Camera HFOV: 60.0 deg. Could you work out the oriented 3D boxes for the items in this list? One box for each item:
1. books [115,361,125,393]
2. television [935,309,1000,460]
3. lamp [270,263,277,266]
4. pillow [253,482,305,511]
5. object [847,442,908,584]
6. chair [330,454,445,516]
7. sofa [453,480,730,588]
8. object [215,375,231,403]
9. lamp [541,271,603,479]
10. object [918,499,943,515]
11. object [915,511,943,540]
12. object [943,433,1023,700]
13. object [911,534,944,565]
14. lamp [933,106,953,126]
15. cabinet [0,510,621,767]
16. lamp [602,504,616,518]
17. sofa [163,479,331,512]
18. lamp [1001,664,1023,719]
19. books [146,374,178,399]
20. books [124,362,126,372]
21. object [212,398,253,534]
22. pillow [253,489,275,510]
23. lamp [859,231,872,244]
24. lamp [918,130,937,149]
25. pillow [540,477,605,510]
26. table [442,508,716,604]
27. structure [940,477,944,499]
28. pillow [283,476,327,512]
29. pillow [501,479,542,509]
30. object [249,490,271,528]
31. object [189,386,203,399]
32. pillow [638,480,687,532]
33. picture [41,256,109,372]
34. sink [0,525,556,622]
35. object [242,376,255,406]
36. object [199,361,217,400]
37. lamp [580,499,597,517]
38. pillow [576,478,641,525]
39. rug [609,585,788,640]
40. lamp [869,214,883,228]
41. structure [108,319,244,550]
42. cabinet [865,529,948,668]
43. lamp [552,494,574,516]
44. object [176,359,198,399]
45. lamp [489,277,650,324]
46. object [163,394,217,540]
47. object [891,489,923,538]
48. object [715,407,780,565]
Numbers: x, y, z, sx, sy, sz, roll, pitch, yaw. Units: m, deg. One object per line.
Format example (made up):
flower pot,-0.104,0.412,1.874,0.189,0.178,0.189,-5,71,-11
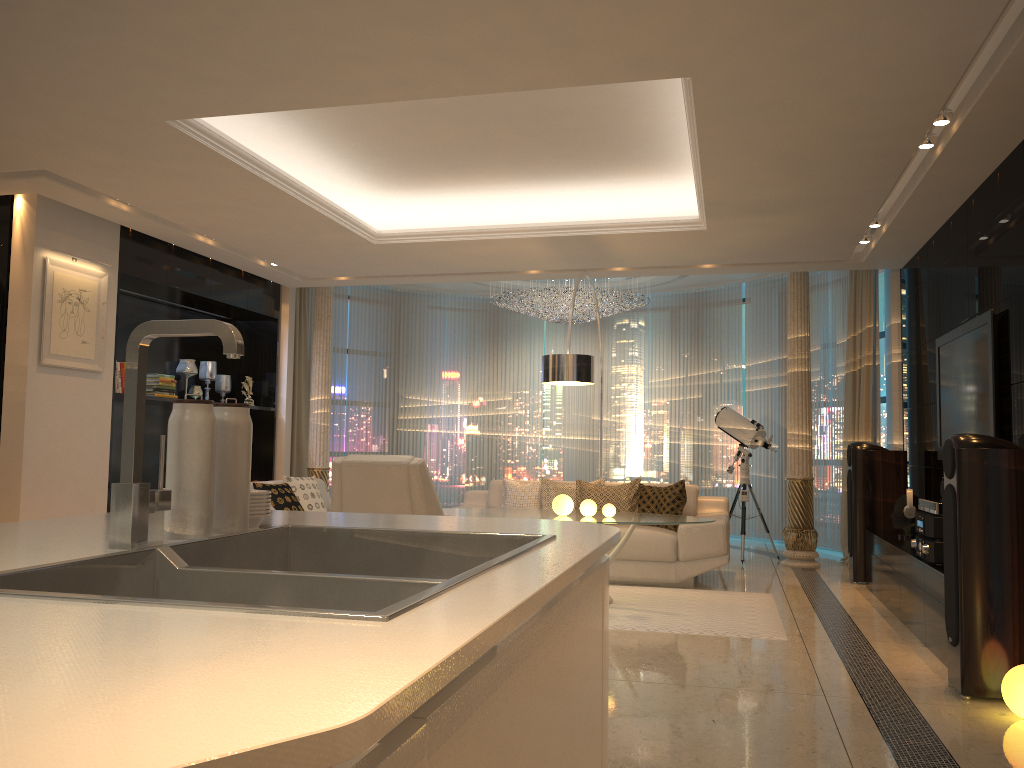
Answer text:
books,-3.129,-0.059,6.813,0.208,0.270,0.240,0,-4,14
television,2.818,0.056,5.504,0.055,0.839,1.358,0,-4,14
lamp,-2.139,-1.136,8.019,0.107,0.127,0.107,1,-4,-5
pillow,-1.652,0.900,6.550,0.323,0.355,0.524,0,-4,14
object,2.952,1.030,7.122,0.468,1.127,0.285,0,-4,14
chair,-0.546,0.861,4.594,1.027,0.991,0.983,0,-4,13
sofa,0.614,1.200,7.375,2.328,0.754,1.145,0,-4,14
object,-2.844,0.073,8.727,0.147,0.317,0.147,0,-4,16
lamp,0.603,0.311,7.331,0.393,2.519,2.009,0,-4,14
object,2.477,0.683,4.877,0.371,0.070,0.441,0,-4,14
object,2.456,0.783,4.877,0.407,0.130,0.446,0,-4,14
object,2.151,0.780,3.854,0.468,1.127,0.285,0,-4,14
object,2.448,0.913,4.869,0.419,0.130,0.446,0,-4,14
lamp,2.129,-1.348,4.398,0.107,0.127,0.107,-2,-5,32
cabinet,-0.720,0.581,0.045,1.046,0.887,3.752,0,-4,14
lamp,0.645,0.841,5.892,0.090,0.091,0.090,3,-5,-26
sofa,-1.596,1.110,6.583,1.145,0.754,2.328,0,-4,14
lamp,2.037,1.208,3.471,0.212,0.214,0.213,3,-5,-26
books,-2.996,0.024,7.471,0.260,0.197,0.296,0,-4,16
books,-3.078,-0.038,7.038,0.212,0.261,0.210,0,-4,14
object,-0.466,0.133,1.461,0.071,0.219,0.071,1,-4,5
pillow,-1.752,0.901,6.102,0.351,0.329,0.521,0,-4,14
lamp,2.740,-1.157,6.896,0.107,0.127,0.107,1,-4,-5
lamp,2.211,-1.322,4.735,0.107,0.127,0.107,1,-4,-5
pillow,0.506,1.003,7.505,0.587,0.429,0.288,2,-4,-11
table,0.294,1.176,6.044,2.140,0.565,0.999,0,-4,13
structure,2.774,0.663,5.456,0.107,0.179,0.745,0,-4,14
pillow,-1.585,0.920,7.004,0.255,0.399,0.526,0,-4,14
pillow,0.113,1.004,7.571,0.463,0.380,0.222,-1,-4,18
object,-0.478,0.218,1.545,0.111,0.062,0.111,-2,-5,35
object,-2.888,0.095,8.098,0.119,0.154,0.119,-1,-5,23
pillow,1.183,0.989,7.239,0.575,0.436,0.301,-3,-6,45
picture,-3.048,-0.471,6.189,0.027,0.729,0.610,0,-4,14
sink,-0.251,0.294,1.135,0.485,0.152,0.738,0,-4,14
object,-2.594,0.074,8.709,0.116,0.293,0.182,0,-4,11
object,-2.911,-0.001,8.482,0.156,0.426,0.156,-1,-4,19
lamp,0.511,0.829,5.925,0.115,0.115,0.115,-3,-5,39
pillow,0.798,0.992,7.358,0.575,0.436,0.301,-1,-4,20
rug,0.311,1.469,6.008,2.900,0.020,1.661,0,-4,13
lamp,2.620,-1.195,6.403,0.107,0.127,0.107,1,-4,-5
structure,-0.445,0.071,1.227,0.177,0.310,0.089,0,-4,14
cabinet,2.603,1.244,5.437,0.416,0.444,2.842,0,-4,14
lamp,0.343,0.816,5.968,0.143,0.143,0.143,1,-4,-2
object,-2.929,-0.028,7.982,0.181,0.381,0.181,0,-4,8
lamp,0.659,-1.032,10.201,2.109,0.685,2.109,3,-5,-31
object,-0.492,0.125,1.358,0.071,0.219,0.071,2,-4,-10
object,2.829,0.919,6.304,0.197,0.343,0.197,2,-4,-22
object,2.203,0.941,8.427,0.616,1.471,0.570,-1,-4,20
